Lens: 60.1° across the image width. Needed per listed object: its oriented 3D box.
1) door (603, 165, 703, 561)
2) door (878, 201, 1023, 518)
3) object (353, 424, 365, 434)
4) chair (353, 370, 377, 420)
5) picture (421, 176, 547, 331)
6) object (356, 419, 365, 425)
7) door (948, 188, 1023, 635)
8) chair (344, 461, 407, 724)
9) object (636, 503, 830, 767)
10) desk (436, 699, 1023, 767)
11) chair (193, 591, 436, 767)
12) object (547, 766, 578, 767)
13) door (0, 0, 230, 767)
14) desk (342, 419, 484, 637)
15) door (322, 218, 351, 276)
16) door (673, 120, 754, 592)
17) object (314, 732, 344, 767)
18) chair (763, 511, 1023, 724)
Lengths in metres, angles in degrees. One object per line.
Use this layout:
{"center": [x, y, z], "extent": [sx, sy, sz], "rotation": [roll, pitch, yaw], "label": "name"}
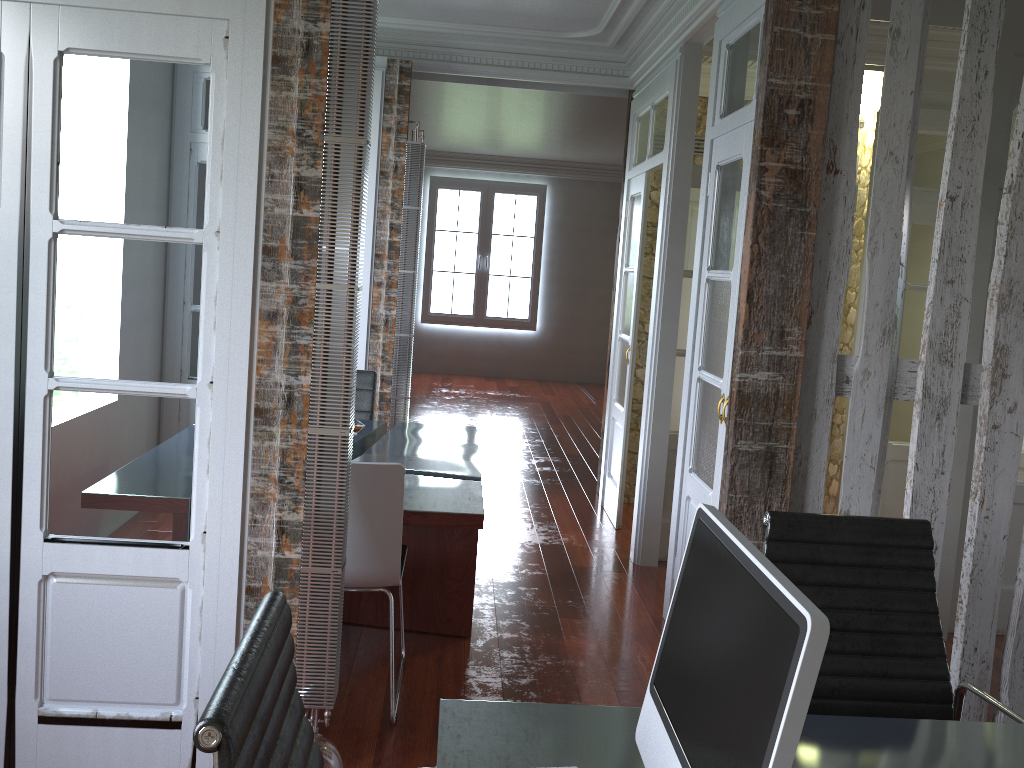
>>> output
{"center": [0.782, -0.166, 5.260], "extent": [0.482, 2.172, 1.194], "rotation": [1, 6, -29], "label": "door"}
{"center": [2.555, 0.048, 4.990], "extent": [1.076, 2.076, 0.041], "rotation": [4, 5, -3], "label": "door"}
{"center": [-0.943, 0.229, 4.632], "extent": [0.307, 0.012, 0.225], "rotation": [4, 8, 1], "label": "object"}
{"center": [-0.998, 0.405, 4.797], "extent": [0.475, 0.915, 0.605], "rotation": [4, 6, -4], "label": "chair"}
{"center": [-0.382, -1.756, 11.978], "extent": [1.579, 1.979, 0.128], "rotation": [4, 5, -3], "label": "picture"}
{"center": [-0.819, 0.210, 4.803], "extent": [0.011, 0.011, 0.150], "rotation": [1, 8, -28], "label": "object"}
{"center": [2.615, 0.168, 4.141], "extent": [1.076, 2.076, 0.041], "rotation": [4, 5, -3], "label": "door"}
{"center": [-0.605, 0.658, 3.152], "extent": [0.475, 0.915, 0.605], "rotation": [4, 6, -4], "label": "chair"}
{"center": [0.305, 0.466, 1.242], "extent": [0.189, 0.483, 0.486], "rotation": [4, 6, -4], "label": "object"}
{"center": [1.118, 1.143, 1.178], "extent": [2.506, 0.724, 1.308], "rotation": [4, 7, -4], "label": "desk"}
{"center": [-0.131, 0.887, 1.335], "extent": [0.699, 1.018, 0.669], "rotation": [4, 6, 1], "label": "chair"}
{"center": [0.065, 0.679, 1.273], "extent": [0.118, 0.017, 0.441], "rotation": [4, 8, -4], "label": "object"}
{"center": [-1.356, 0.063, 2.454], "extent": [1.160, 2.172, 0.041], "rotation": [4, 5, -3], "label": "door"}
{"center": [-0.892, 0.637, 4.090], "extent": [1.445, 0.651, 1.722], "rotation": [4, 7, -4], "label": "desk"}
{"center": [-1.527, -0.373, 5.549], "extent": [1.160, 2.172, 0.041], "rotation": [4, 5, -3], "label": "door"}
{"center": [0.841, 0.089, 3.418], "extent": [0.041, 2.169, 1.063], "rotation": [4, 5, -4], "label": "door"}
{"center": [-0.568, 1.116, 2.374], "extent": [0.220, 0.381, 0.236], "rotation": [2, 6, -25], "label": "object"}
{"center": [0.793, 0.870, 1.955], "extent": [0.665, 1.018, 0.703], "rotation": [3, 6, -9], "label": "chair"}
